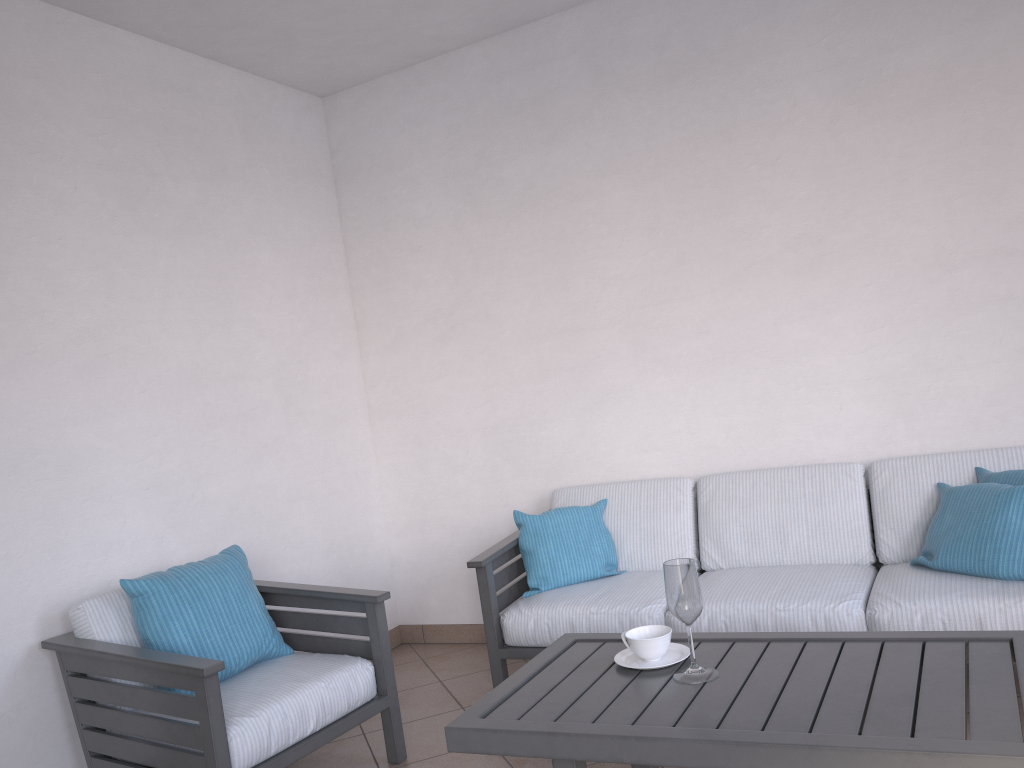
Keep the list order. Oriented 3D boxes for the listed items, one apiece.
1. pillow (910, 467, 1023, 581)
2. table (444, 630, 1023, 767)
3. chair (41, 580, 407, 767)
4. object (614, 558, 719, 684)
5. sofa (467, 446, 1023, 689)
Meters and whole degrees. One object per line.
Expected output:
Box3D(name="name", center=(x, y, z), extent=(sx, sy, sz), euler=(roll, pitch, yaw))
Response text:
Box3D(name="pillow", center=(1.611, 0.467, 2.939), extent=(0.377, 0.370, 0.543), euler=(-8, 0, -23))
Box3D(name="table", center=(0.589, 0.932, 2.105), extent=(1.260, 0.473, 0.710), euler=(-9, 0, 27))
Box3D(name="chair", center=(-0.944, 1.019, 2.999), extent=(0.807, 0.765, 0.797), euler=(-9, 0, 32))
Box3D(name="object", center=(0.366, 0.589, 2.287), extent=(0.203, 0.284, 0.337), euler=(-8, 0, -12))
Box3D(name="sofa", center=(0.986, 0.733, 3.316), extent=(2.161, 0.765, 0.807), euler=(-9, 0, 27))
